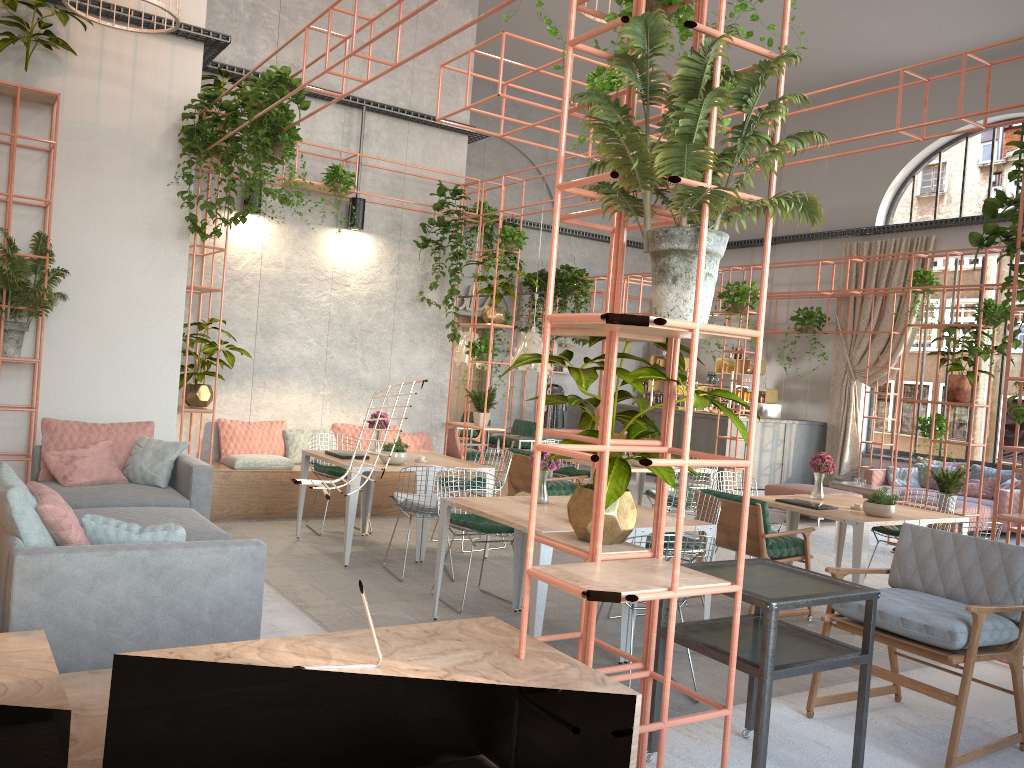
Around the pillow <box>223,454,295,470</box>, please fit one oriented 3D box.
[{"bbox_3d":[-2.698,0.836,9.447,0.637,0.149,0.491,4,1,-32],"label":"pillow"}]

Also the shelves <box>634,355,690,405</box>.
[{"bbox_3d":[3.315,0.331,18.890,0.328,1.838,1.750,4,1,-33],"label":"shelves"}]

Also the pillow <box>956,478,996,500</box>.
[{"bbox_3d":[6.743,1.494,12.863,0.479,0.317,0.441,5,1,38],"label":"pillow"}]

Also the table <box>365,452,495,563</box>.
[{"bbox_3d":[-0.799,1.120,8.350,0.694,0.830,1.214,4,1,-33],"label":"table"}]

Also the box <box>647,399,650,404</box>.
[{"bbox_3d":[2.945,0.378,19.240,0.058,0.093,0.122,4,1,-33],"label":"box"}]

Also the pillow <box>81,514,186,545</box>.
[{"bbox_3d":[-1.721,0.766,4.108,0.499,0.324,0.307,5,1,2],"label":"pillow"}]

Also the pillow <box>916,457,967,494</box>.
[{"bbox_3d":[6.556,1.400,13.675,0.276,0.474,0.839,4,1,-33],"label":"pillow"}]

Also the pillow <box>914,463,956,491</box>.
[{"bbox_3d":[6.420,1.422,13.605,0.289,0.385,0.666,4,1,-33],"label":"pillow"}]

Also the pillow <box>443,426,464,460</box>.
[{"bbox_3d":[-0.948,0.753,11.777,0.276,0.474,0.839,4,1,-43],"label":"pillow"}]

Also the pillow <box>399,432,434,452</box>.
[{"bbox_3d":[-1.231,0.791,10.868,0.666,0.385,0.289,4,1,-38],"label":"pillow"}]

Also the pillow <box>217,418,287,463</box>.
[{"bbox_3d":[-2.850,0.631,9.839,0.839,0.474,0.276,4,1,-43],"label":"pillow"}]

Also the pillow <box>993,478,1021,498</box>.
[{"bbox_3d":[6.943,1.497,12.455,0.308,0.349,0.495,5,1,17],"label":"pillow"}]

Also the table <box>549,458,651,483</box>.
[{"bbox_3d":[0.983,1.243,9.503,0.694,0.830,1.205,4,1,-33],"label":"table"}]

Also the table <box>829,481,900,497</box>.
[{"bbox_3d":[5.167,1.723,13.071,0.520,0.455,0.916,4,1,-33],"label":"table"}]

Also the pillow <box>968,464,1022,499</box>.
[{"bbox_3d":[7.036,1.452,12.908,0.273,0.476,0.836,4,1,-33],"label":"pillow"}]

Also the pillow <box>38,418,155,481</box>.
[{"bbox_3d":[-3.253,0.522,6.983,0.836,0.476,0.273,4,1,-33],"label":"pillow"}]

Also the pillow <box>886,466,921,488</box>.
[{"bbox_3d":[6.037,1.442,13.641,0.500,0.324,0.307,5,1,2],"label":"pillow"}]

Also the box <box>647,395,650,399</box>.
[{"bbox_3d":[2.984,0.287,19.263,0.058,0.093,0.122,4,1,-22],"label":"box"}]

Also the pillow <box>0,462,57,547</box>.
[{"bbox_3d":[-2.227,0.645,4.072,0.276,0.474,0.839,4,1,-33],"label":"pillow"}]

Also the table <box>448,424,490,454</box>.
[{"bbox_3d":[-0.783,1.069,14.099,0.635,0.798,0.602,4,1,-33],"label":"table"}]

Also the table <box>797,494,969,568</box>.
[{"bbox_3d":[3.084,1.450,7.559,0.694,0.830,1.214,4,1,-33],"label":"table"}]

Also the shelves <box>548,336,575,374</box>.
[{"bbox_3d":[1.020,-0.611,18.398,0.560,0.790,0.186,4,1,-33],"label":"shelves"}]

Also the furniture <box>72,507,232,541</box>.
[{"bbox_3d":[-2.346,1.043,5.526,0.941,0.446,0.975,4,1,-33],"label":"furniture"}]

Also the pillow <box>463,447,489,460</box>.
[{"bbox_3d":[-0.666,0.956,12.100,0.491,0.149,0.637,4,1,-32],"label":"pillow"}]

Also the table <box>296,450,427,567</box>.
[{"bbox_3d":[-1.380,1.080,7.968,0.694,0.830,1.205,4,1,-33],"label":"table"}]

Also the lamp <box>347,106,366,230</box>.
[{"bbox_3d":[-1.763,-2.515,10.307,0.179,1.425,0.185,4,1,-33],"label":"lamp"}]

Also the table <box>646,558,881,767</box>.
[{"bbox_3d":[0.982,1.163,3.510,0.635,0.798,0.602,4,1,-33],"label":"table"}]

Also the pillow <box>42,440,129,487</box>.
[{"bbox_3d":[-3.213,0.595,6.695,0.441,0.317,0.479,5,1,38],"label":"pillow"}]

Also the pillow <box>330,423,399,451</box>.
[{"bbox_3d":[-1.755,0.707,10.499,0.839,0.474,0.276,4,1,-13],"label":"pillow"}]

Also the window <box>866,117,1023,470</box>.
[{"bbox_3d":[7.699,-1.440,14.144,0.089,5.538,4.127,4,1,-33],"label":"window"}]

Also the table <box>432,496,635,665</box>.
[{"bbox_3d":[0.100,1.231,5.673,0.694,0.830,1.205,4,1,-33],"label":"table"}]

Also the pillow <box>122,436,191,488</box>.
[{"bbox_3d":[-2.804,0.605,6.894,0.495,0.349,0.308,5,1,17],"label":"pillow"}]

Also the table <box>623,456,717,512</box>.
[{"bbox_3d":[1.564,1.283,9.885,0.694,0.830,1.214,4,1,-33],"label":"table"}]

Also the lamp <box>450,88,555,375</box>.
[{"bbox_3d":[-0.556,-2.257,14.083,0.704,4.052,4.456,4,1,-33],"label":"lamp"}]

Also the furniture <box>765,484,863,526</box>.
[{"bbox_3d":[4.199,1.658,12.394,0.941,0.446,0.976,4,1,-33],"label":"furniture"}]

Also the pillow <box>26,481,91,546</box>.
[{"bbox_3d":[-2.097,0.686,4.143,0.289,0.385,0.666,4,1,-33],"label":"pillow"}]

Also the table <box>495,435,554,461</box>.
[{"bbox_3d":[0.167,1.166,12.626,0.635,0.798,0.602,4,1,-33],"label":"table"}]

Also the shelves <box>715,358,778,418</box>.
[{"bbox_3d":[4.354,0.437,17.279,0.328,1.838,1.750,4,1,-33],"label":"shelves"}]

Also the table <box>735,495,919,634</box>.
[{"bbox_3d":[2.503,1.410,7.177,0.694,0.830,1.205,4,1,-33],"label":"table"}]

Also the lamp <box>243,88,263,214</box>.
[{"bbox_3d":[-2.775,-2.585,9.650,0.179,1.425,0.185,4,1,-33],"label":"lamp"}]

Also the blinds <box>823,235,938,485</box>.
[{"bbox_3d":[7.098,-0.244,13.973,0.414,4.389,4.957,4,1,-32],"label":"blinds"}]

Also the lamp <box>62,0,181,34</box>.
[{"bbox_3d":[-3.038,-4.755,7.200,0.883,3.476,0.883,5,1,20],"label":"lamp"}]

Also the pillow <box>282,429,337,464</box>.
[{"bbox_3d":[-2.305,0.717,10.171,0.666,0.385,0.289,4,1,-38],"label":"pillow"}]

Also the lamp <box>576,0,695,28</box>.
[{"bbox_3d":[0.995,-4.423,6.259,0.883,3.476,0.883,5,1,20],"label":"lamp"}]

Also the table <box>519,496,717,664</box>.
[{"bbox_3d":[0.679,1.271,6.054,0.694,0.830,1.214,4,1,-33],"label":"table"}]

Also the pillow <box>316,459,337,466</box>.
[{"bbox_3d":[-1.820,0.896,10.017,0.637,0.149,0.491,4,1,-32],"label":"pillow"}]
